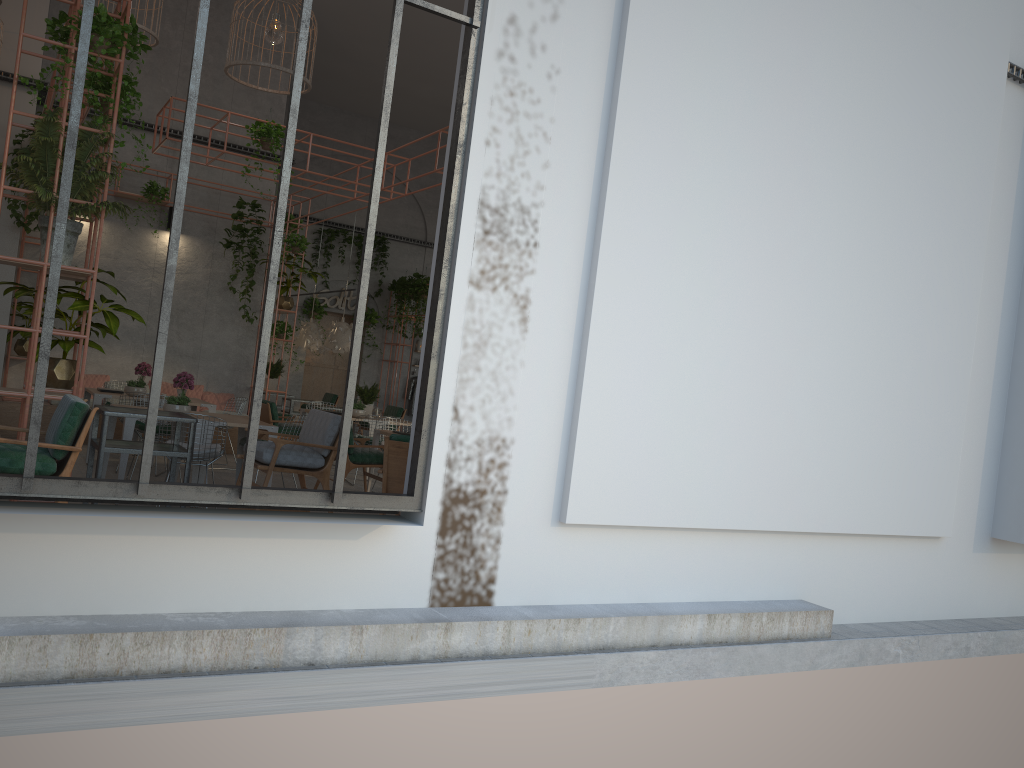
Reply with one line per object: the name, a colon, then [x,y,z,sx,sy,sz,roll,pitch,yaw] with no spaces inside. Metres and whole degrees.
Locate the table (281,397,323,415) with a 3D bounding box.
table: [-4.084,0.703,17.069,0.635,0.798,0.602,7,0,-31]

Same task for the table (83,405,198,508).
table: [-2.706,0.596,6.423,0.635,0.798,0.602,7,0,-31]

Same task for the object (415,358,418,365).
object: [-2.280,-0.534,21.254,0.055,0.164,0.092,7,0,-12]

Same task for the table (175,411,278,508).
table: [-2.922,0.757,8.973,0.694,0.830,1.214,7,0,-31]

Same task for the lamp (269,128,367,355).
lamp: [-3.707,-2.610,17.127,0.704,4.052,4.456,7,0,-31]

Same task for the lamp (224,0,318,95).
lamp: [-2.341,-4.909,9.307,0.883,3.476,0.883,7,0,22]

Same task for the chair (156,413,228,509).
chair: [-2.872,0.711,7.937,0.565,0.941,0.717,7,0,-14]

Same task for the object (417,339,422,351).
object: [-2.199,-0.963,21.255,0.136,0.336,0.145,7,0,-17]

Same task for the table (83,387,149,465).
table: [-4.901,0.525,10.966,0.694,0.830,1.205,7,0,-31]

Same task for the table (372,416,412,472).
table: [-1.902,0.910,12.768,0.694,0.830,1.214,7,0,-31]

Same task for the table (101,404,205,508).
table: [-3.513,0.681,8.615,0.694,0.830,1.205,7,0,-31]

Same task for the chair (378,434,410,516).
chair: [-0.475,0.811,5.781,0.722,0.917,0.685,7,0,9]

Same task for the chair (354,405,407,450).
chair: [-2.387,0.838,16.030,0.685,0.929,0.722,7,0,-31]

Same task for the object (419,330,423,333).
object: [-2.163,-1.265,21.248,0.133,0.145,0.133,7,0,21]

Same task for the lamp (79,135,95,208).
lamp: [-6.066,-3.152,12.789,0.179,1.425,0.185,7,0,-31]

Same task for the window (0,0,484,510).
window: [-1.877,-2.305,3.603,4.126,5.544,0.089,7,0,-31]

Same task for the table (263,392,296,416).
table: [-4.975,0.602,18.578,0.635,0.798,0.602,7,0,-31]

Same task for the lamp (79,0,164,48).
lamp: [-4.346,-5.792,10.278,0.883,3.476,0.883,7,0,22]

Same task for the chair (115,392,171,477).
chair: [-4.260,0.555,10.288,0.565,0.941,0.717,7,0,-14]

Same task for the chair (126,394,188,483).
chair: [-3.821,0.604,9.529,0.565,0.941,0.717,7,0,-29]

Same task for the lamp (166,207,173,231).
lamp: [-5.036,-3.020,13.406,0.179,1.425,0.185,7,0,-31]

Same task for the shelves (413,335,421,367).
shelves: [-2.054,-0.782,21.339,0.560,0.790,0.186,7,0,-31]

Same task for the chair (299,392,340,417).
chair: [-4.165,0.638,19.041,0.685,0.930,0.722,7,0,-31]

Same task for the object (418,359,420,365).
object: [-2.215,-0.519,21.270,0.063,0.151,0.063,7,-1,-45]

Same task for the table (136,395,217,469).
table: [-4.309,0.601,11.326,0.694,0.830,1.214,7,0,-31]

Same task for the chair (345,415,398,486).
chair: [-1.853,0.864,11.730,0.565,0.941,0.717,7,0,-14]

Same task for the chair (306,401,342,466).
chair: [-2.803,0.757,13.323,0.565,0.941,0.717,7,0,-29]

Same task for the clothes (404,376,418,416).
clothes: [-2.244,0.318,21.301,0.366,0.997,0.625,7,-1,39]

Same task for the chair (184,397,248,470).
chair: [-3.885,0.611,11.599,0.717,0.941,0.565,7,0,-34]

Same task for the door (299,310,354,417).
door: [-4.454,-0.316,20.914,1.360,2.729,0.551,7,0,-31]

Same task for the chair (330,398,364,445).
chair: [-3.285,0.737,17.551,0.685,0.930,0.722,7,0,-31]

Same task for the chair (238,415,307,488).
chair: [-2.496,0.767,9.248,0.717,0.941,0.565,7,0,-34]

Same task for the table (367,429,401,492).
table: [-1.067,1.008,10.024,0.694,0.830,1.205,7,0,-31]

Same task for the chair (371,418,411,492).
chair: [-1.375,0.918,10.939,0.565,0.941,0.717,7,0,-29]

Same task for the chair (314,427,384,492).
chair: [-1.732,0.870,9.740,0.685,0.917,0.722,7,0,-31]

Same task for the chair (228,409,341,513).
chair: [-1.757,0.654,6.977,0.685,0.929,0.722,7,0,-31]

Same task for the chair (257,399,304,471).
chair: [-3.160,0.709,12.125,0.685,0.917,0.722,7,0,-31]

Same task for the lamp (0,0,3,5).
lamp: [-5.433,-5.717,8.952,0.883,3.476,0.883,7,0,22]

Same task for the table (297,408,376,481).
table: [-2.494,0.834,12.408,0.694,0.830,1.205,7,0,-31]

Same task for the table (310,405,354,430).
table: [-3.193,0.803,15.561,0.635,0.798,0.602,7,0,-31]

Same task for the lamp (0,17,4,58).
lamp: [-6.318,-5.396,10.405,0.883,3.476,0.883,7,0,22]

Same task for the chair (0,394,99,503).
chair: [-2.784,0.513,5.006,0.685,0.929,0.722,7,0,-31]

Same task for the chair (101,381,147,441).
chair: [-5.210,0.448,11.880,0.565,0.941,0.717,7,0,-29]
